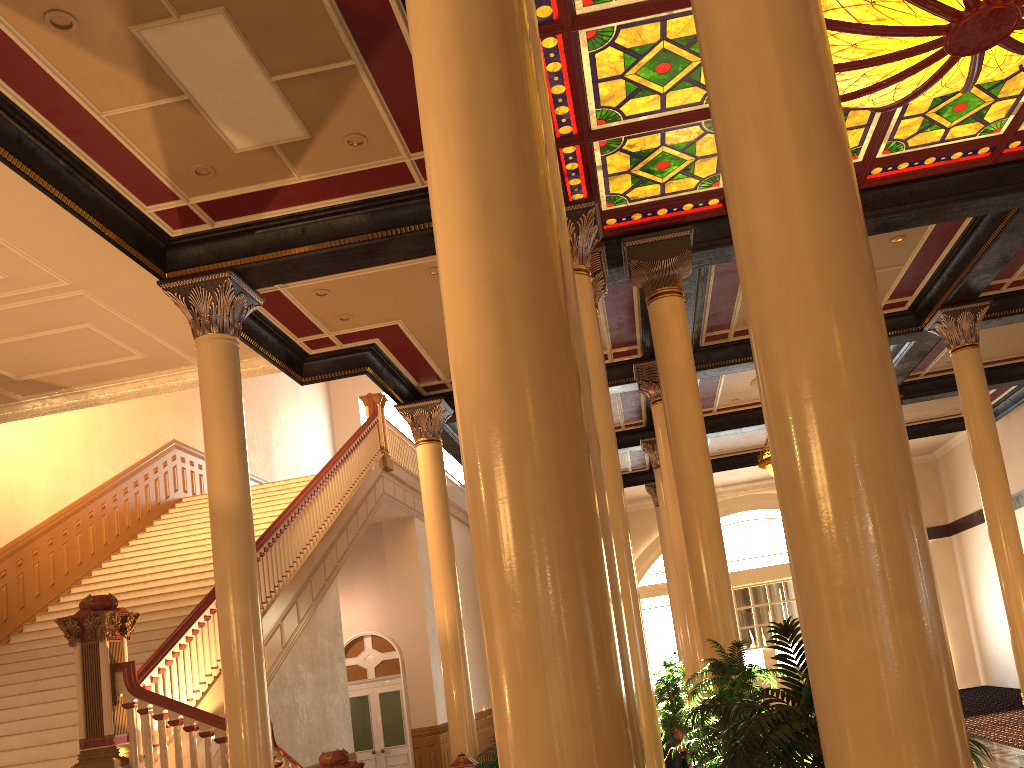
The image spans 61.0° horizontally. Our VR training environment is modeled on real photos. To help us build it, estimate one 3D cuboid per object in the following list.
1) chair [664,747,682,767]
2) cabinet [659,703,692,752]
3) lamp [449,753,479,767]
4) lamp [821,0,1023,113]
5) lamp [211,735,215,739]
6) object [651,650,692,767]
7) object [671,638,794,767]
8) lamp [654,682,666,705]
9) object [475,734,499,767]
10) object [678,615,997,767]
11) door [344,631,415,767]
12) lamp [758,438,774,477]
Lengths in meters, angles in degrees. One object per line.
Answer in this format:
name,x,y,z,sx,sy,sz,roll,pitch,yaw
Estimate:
chair,1.469,4.454,9.245,0.734,1.069,0.773,-13,-13,20
cabinet,3.137,6.611,16.504,0.532,1.092,0.969,-10,-13,6
lamp,-0.556,4.516,10.103,0.318,0.408,0.330,-9,-12,2
lamp,2.880,-2.475,5.437,2.981,0.585,3.123,-10,-18,3
lamp,-2.441,4.144,7.911,0.572,1.958,0.604,-12,-10,23
object,2.894,5.794,15.483,1.116,2.093,1.031,-1,-13,-35
object,1.824,3.084,6.945,1.116,2.093,1.031,-1,-13,-35
lamp,2.864,5.826,16.382,0.439,0.431,0.421,2,-17,-38
object,0.060,5.102,11.036,1.117,1.397,1.036,-17,-15,33
object,1.157,1.818,2.870,1.041,2.093,1.106,-7,-11,-6
door,-2.842,6.846,17.975,1.466,3.385,0.208,-9,-9,4
lamp,4.515,0.834,14.062,1.188,1.855,1.229,-8,-12,0
